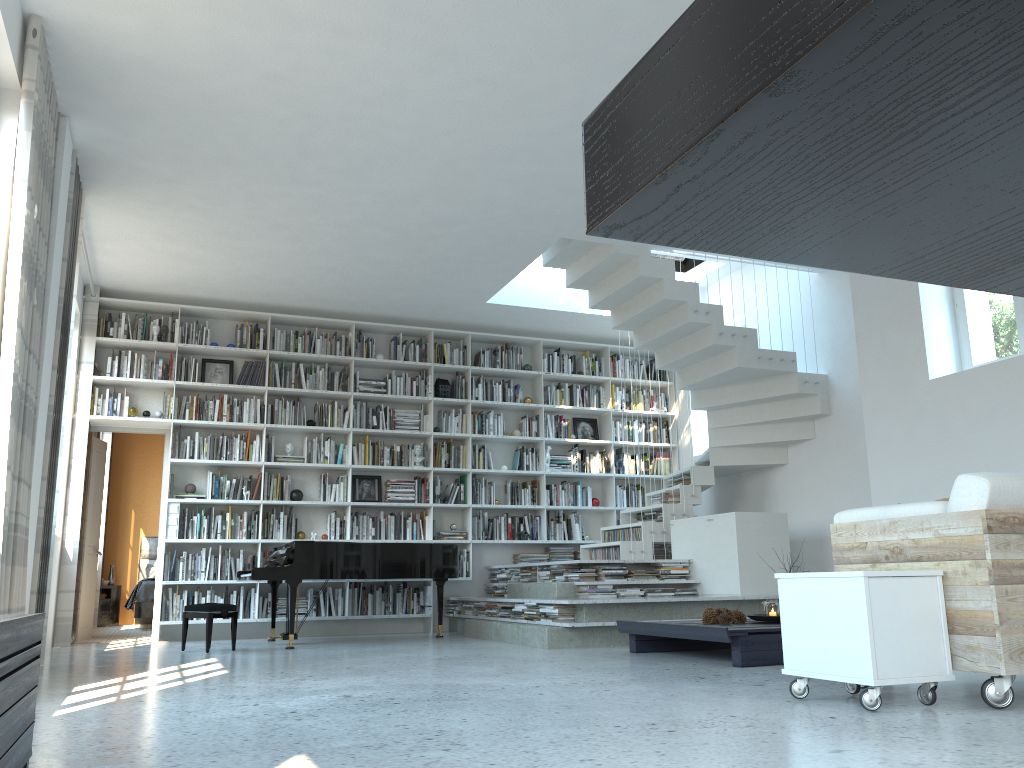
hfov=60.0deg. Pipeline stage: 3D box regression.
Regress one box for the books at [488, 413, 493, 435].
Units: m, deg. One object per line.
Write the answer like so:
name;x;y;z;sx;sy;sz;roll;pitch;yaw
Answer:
books;-0.254;0.456;9.613;0.030;0.262;0.182;4;-13;-21

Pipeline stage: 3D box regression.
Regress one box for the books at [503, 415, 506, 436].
books;-0.113;0.477;9.697;0.034;0.253;0.161;4;-13;-21

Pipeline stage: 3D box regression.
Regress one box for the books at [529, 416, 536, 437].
books;0.221;0.495;9.807;0.016;0.256;0.176;4;-13;-21

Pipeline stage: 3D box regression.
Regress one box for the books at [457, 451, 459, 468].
books;-0.600;0.819;9.397;0.034;0.204;0.181;4;-13;-21

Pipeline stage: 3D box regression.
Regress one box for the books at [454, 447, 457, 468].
books;-0.620;0.798;9.384;0.027;0.241;0.189;4;-13;-21

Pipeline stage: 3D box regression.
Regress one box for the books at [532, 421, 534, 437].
books;0.204;0.523;9.805;0.013;0.201;0.174;4;-13;-21

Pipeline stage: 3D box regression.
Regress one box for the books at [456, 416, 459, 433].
books;-0.608;0.459;9.480;0.029;0.210;0.158;4;-13;-21

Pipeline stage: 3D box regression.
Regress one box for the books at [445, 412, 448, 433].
books;-0.718;0.435;9.454;0.028;0.249;0.165;4;-13;-21

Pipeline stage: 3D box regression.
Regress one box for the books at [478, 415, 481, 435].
books;-0.373;0.465;9.586;0.013;0.235;0.158;4;-13;-21

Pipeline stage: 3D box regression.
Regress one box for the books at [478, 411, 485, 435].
books;-0.330;0.442;9.588;0.014;0.280;0.177;4;-13;-21

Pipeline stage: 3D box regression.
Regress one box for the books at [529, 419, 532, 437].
books;0.177;0.510;9.804;0.016;0.227;0.160;4;-13;-21

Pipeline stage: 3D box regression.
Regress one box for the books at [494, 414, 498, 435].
books;-0.192;0.468;9.669;0.024;0.261;0.134;4;-13;-21

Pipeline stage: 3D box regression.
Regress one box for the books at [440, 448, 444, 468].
books;-0.754;0.797;9.352;0.015;0.231;0.180;4;-13;-21

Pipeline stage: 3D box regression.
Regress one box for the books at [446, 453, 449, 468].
books;-0.704;0.831;9.389;0.030;0.180;0.132;4;-13;-21

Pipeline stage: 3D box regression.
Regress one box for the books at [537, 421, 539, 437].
books;0.256;0.523;9.819;0.012;0.205;0.169;4;-13;-21

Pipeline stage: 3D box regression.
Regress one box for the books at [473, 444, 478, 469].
books;-0.405;0.795;9.472;0.013;0.278;0.192;4;-13;-21

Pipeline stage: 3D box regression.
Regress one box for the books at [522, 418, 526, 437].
books;0.124;0.504;9.784;0.012;0.231;0.154;4;-13;-21

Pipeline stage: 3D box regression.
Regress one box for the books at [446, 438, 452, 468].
books;-0.668;0.753;9.399;0.021;0.337;0.169;4;-13;-21

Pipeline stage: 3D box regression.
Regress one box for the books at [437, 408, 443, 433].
books;-0.766;0.415;9.445;0.018;0.284;0.160;4;-13;-21

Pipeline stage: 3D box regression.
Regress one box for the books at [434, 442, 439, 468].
books;-0.807;0.763;9.335;0.035;0.292;0.145;4;-13;-21

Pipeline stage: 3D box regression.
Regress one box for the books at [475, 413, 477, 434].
books;-0.414;0.454;9.561;0.014;0.247;0.177;4;-13;-21

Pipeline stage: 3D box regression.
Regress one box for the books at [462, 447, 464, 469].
books;-0.548;0.809;9.452;0.019;0.247;0.149;4;-13;-21

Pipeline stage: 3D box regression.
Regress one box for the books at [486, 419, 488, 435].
books;-0.296;0.490;9.608;0.025;0.193;0.171;4;-13;-21

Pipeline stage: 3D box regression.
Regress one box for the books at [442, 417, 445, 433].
books;-0.746;0.460;9.420;0.028;0.185;0.181;4;-13;-21

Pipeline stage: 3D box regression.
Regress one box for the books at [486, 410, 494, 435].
books;-0.237;0.447;9.650;0.027;0.294;0.160;4;-13;-21

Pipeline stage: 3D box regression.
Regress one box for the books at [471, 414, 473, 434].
books;-0.456;0.459;9.566;0.030;0.241;0.138;4;-13;-21

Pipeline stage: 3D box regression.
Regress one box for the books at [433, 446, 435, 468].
books;-0.845;0.789;9.344;0.013;0.246;0.177;4;-13;-21

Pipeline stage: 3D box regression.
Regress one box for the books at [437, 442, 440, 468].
books;-0.799;0.767;9.350;0.035;0.292;0.145;4;-13;-21

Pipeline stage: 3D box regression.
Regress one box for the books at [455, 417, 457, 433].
books;-0.627;0.464;9.470;0.027;0.196;0.185;4;-13;-21

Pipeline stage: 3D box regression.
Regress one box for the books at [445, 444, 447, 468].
books;-0.727;0.782;9.388;0.035;0.277;0.139;4;-13;-21

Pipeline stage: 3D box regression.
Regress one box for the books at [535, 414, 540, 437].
books;0.266;0.487;9.823;0.005;0.277;0.183;4;-13;-21

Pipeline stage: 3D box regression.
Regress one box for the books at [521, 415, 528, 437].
books;0.141;0.485;9.781;0.015;0.267;0.164;4;-13;-21

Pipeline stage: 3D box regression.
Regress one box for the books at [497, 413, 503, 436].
books;-0.140;0.460;9.664;0.024;0.271;0.170;4;-13;-21

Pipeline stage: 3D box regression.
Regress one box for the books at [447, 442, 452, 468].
books;-0.672;0.770;9.372;0.019;0.292;0.182;4;-13;-21

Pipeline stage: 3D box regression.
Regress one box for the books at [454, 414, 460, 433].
books;-0.593;0.450;9.496;0.024;0.233;0.150;4;-13;-21

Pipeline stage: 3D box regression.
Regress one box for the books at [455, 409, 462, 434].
books;-0.578;0.423;9.510;0.028;0.293;0.154;4;-13;-21

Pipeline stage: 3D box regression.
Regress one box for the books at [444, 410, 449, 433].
books;-0.705;0.423;9.463;0.019;0.274;0.146;4;-13;-21

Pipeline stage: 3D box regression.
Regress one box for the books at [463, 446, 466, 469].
books;-0.529;0.799;9.459;0.033;0.268;0.142;4;-13;-21

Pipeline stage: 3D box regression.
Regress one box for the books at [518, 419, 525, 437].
books;0.105;0.510;9.781;0.015;0.220;0.140;4;-13;-21

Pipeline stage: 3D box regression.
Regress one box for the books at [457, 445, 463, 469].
books;-0.560;0.795;9.434;0.032;0.266;0.143;4;-13;-21

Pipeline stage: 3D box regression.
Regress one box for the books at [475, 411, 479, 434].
books;-0.393;0.445;9.604;0.014;0.283;0.135;4;-13;-21

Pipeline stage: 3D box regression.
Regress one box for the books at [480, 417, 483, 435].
books;-0.355;0.477;9.592;0.026;0.215;0.161;4;-13;-21

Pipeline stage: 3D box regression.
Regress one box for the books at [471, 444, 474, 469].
books;-0.452;0.791;9.471;0.035;0.287;0.192;4;-13;-21

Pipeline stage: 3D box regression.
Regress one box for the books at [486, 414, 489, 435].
books;-0.282;0.462;9.627;0.011;0.256;0.131;4;-13;-21

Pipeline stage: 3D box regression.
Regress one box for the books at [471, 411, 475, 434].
books;-0.434;0.442;9.574;0.014;0.278;0.154;4;-13;-21

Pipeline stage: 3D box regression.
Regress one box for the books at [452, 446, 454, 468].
books;-0.651;0.796;9.399;0.033;0.252;0.175;4;-13;-21

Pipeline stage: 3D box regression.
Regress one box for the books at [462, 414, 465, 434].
books;-0.541;0.452;9.498;0.028;0.229;0.177;4;-13;-21

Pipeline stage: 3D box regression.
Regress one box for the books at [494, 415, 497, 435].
books;-0.207;0.470;9.641;0.025;0.244;0.183;4;-13;-21

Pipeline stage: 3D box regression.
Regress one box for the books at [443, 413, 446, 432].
books;-0.736;0.438;9.452;0.024;0.242;0.159;4;-13;-21

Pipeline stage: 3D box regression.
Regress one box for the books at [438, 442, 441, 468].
books;-0.782;0.764;9.341;0.035;0.292;0.145;4;-13;-21

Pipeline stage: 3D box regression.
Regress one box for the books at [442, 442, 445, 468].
books;-0.737;0.768;9.362;0.019;0.293;0.164;4;-13;-21

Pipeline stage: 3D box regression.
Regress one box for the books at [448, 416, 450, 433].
books;-0.694;0.457;9.459;0.023;0.206;0.171;4;-13;-21

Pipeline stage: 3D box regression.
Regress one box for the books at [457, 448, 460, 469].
books;-0.584;0.808;9.427;0.028;0.239;0.145;4;-13;-21

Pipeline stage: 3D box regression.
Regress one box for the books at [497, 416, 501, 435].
books;-0.165;0.481;9.662;0.021;0.232;0.183;4;-13;-21

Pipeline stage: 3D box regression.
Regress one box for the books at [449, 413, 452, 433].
books;-0.678;0.443;9.463;0.023;0.235;0.179;4;-13;-21

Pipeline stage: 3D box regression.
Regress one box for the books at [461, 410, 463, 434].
books;-0.562;0.431;9.512;0.025;0.276;0.173;4;-13;-21

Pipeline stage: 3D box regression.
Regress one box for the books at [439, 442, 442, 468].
books;-0.776;0.768;9.359;0.035;0.292;0.145;4;-13;-21

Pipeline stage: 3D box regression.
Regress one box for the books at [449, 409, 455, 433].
books;-0.655;0.420;9.453;0.028;0.274;0.187;4;-13;-21
